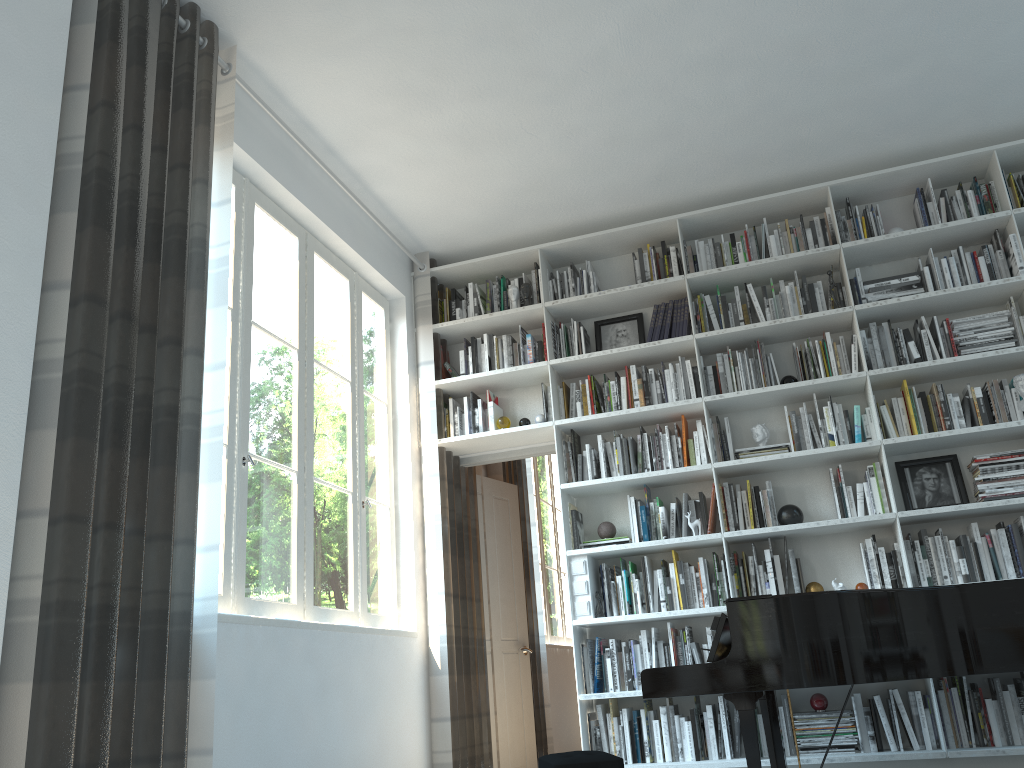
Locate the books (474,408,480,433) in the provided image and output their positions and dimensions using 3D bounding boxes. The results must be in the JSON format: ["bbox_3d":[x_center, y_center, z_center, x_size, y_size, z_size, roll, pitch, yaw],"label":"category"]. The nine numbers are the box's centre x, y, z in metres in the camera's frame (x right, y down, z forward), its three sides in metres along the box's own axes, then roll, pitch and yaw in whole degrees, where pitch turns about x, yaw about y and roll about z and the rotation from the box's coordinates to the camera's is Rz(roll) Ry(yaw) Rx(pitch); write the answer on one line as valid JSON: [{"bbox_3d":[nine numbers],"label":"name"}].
[{"bbox_3d":[-0.183,0.261,5.382,0.024,0.192,0.181,-10,-20,16],"label":"books"}]

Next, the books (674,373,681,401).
[{"bbox_3d":[0.957,0.059,5.059,0.013,0.205,0.173,-10,-19,16],"label":"books"}]

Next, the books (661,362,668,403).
[{"bbox_3d":[0.890,0.032,5.081,0.012,0.280,0.188,-10,-19,16],"label":"books"}]

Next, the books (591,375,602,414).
[{"bbox_3d":[0.498,0.100,5.189,0.011,0.276,0.164,-10,-19,16],"label":"books"}]

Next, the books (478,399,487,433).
[{"bbox_3d":[-0.159,0.230,5.363,0.021,0.236,0.189,-10,-19,16],"label":"books"}]

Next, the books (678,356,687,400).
[{"bbox_3d":[0.983,0.007,5.044,0.012,0.290,0.183,-10,-19,16],"label":"books"}]

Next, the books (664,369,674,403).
[{"bbox_3d":[0.910,0.051,5.064,0.030,0.230,0.173,-10,-19,16],"label":"books"}]

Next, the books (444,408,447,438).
[{"bbox_3d":[-0.379,0.278,5.443,0.013,0.227,0.179,-10,-19,16],"label":"books"}]

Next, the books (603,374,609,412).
[{"bbox_3d":[0.570,0.094,5.186,0.012,0.276,0.151,-10,-19,16],"label":"books"}]

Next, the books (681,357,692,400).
[{"bbox_3d":[1.003,0.009,5.050,0.022,0.288,0.170,-10,-19,16],"label":"books"}]

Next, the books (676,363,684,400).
[{"bbox_3d":[0.976,0.030,5.071,0.024,0.265,0.155,-10,-19,16],"label":"books"}]

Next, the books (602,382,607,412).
[{"bbox_3d":[0.562,0.119,5.186,0.012,0.229,0.150,-10,-19,16],"label":"books"}]

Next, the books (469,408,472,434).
[{"bbox_3d":[-0.221,0.266,5.421,0.023,0.213,0.141,-10,-19,16],"label":"books"}]

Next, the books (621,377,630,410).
[{"bbox_3d":[0.665,0.095,5.149,0.047,0.237,0.163,-10,-19,16],"label":"books"}]

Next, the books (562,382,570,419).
[{"bbox_3d":[0.335,0.137,5.239,0.012,0.262,0.181,-10,-19,16],"label":"books"}]

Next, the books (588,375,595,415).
[{"bbox_3d":[0.486,0.104,5.204,0.020,0.280,0.165,-10,-19,16],"label":"books"}]

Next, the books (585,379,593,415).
[{"bbox_3d":[0.471,0.119,5.200,0.014,0.251,0.187,-10,-19,16],"label":"books"}]

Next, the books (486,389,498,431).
[{"bbox_3d":[-0.111,0.199,5.379,0.013,0.297,0.179,-10,-19,16],"label":"books"}]

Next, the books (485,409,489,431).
[{"bbox_3d":[-0.121,0.259,5.386,0.029,0.190,0.135,-10,-19,16],"label":"books"}]

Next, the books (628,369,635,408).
[{"bbox_3d":[0.706,0.067,5.127,0.023,0.270,0.187,-10,-19,16],"label":"books"}]

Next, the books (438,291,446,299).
[{"bbox_3d":[-0.458,-0.445,5.701,0.012,0.306,0.181,-10,-19,16],"label":"books"}]

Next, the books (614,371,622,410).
[{"bbox_3d":[0.634,0.082,5.159,0.014,0.271,0.181,-10,-19,16],"label":"books"}]

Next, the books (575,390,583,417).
[{"bbox_3d":[0.412,0.153,5.199,0.026,0.194,0.176,-10,-20,16],"label":"books"}]

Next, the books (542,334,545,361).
[{"bbox_3d":[0.217,-0.172,5.399,0.014,0.235,0.144,-10,-19,16],"label":"books"}]

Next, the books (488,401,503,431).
[{"bbox_3d":[-0.092,0.233,5.347,0.029,0.210,0.187,-10,-20,16],"label":"books"}]

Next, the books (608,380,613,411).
[{"bbox_3d":[0.595,0.110,5.166,0.011,0.228,0.171,-10,-19,16],"label":"books"}]

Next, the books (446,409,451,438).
[{"bbox_3d":[-0.366,0.279,5.440,0.013,0.221,0.163,-10,-19,16],"label":"books"}]

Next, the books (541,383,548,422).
[{"bbox_3d":[0.213,0.149,5.283,0.012,0.284,0.160,-10,-19,16],"label":"books"}]

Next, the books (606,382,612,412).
[{"bbox_3d":[0.581,0.116,5.162,0.014,0.217,0.164,-10,-19,16],"label":"books"}]

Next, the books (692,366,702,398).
[{"bbox_3d":[1.059,0.031,4.993,0.039,0.201,0.236,-10,-20,16],"label":"books"}]

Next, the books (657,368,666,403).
[{"bbox_3d":[0.875,0.051,5.101,0.035,0.259,0.131,-10,-19,16],"label":"books"}]

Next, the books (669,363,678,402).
[{"bbox_3d":[0.934,0.031,5.061,0.022,0.262,0.175,-10,-19,16],"label":"books"}]

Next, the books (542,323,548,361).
[{"bbox_3d":[0.224,-0.206,5.394,0.014,0.293,0.173,-10,-19,16],"label":"books"}]

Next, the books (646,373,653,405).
[{"bbox_3d":[0.806,0.070,5.099,0.013,0.231,0.172,-10,-19,16],"label":"books"}]

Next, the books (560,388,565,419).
[{"bbox_3d":[0.323,0.156,5.247,0.022,0.231,0.151,-10,-19,16],"label":"books"}]

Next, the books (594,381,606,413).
[{"bbox_3d":[0.532,0.113,5.192,0.047,0.249,0.134,-10,-19,16],"label":"books"}]

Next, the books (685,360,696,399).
[{"bbox_3d":[1.030,0.015,5.036,0.035,0.263,0.178,-10,-19,16],"label":"books"}]

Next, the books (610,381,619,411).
[{"bbox_3d":[0.614,0.111,5.152,0.031,0.216,0.173,-10,-19,16],"label":"books"}]

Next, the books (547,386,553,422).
[{"bbox_3d":[0.247,0.158,5.292,0.044,0.268,0.134,-10,-19,16],"label":"books"}]

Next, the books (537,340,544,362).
[{"bbox_3d":[0.195,-0.151,5.385,0.026,0.187,0.154,-10,-19,16],"label":"books"}]

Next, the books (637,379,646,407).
[{"bbox_3d":[0.759,0.090,5.091,0.029,0.194,0.192,-10,-20,16],"label":"books"}]

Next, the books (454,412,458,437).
[{"bbox_3d":[-0.309,0.284,5.427,0.029,0.196,0.161,-10,-19,16],"label":"books"}]

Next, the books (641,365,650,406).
[{"bbox_3d":[0.790,0.051,5.123,0.025,0.285,0.161,-10,-19,16],"label":"books"}]

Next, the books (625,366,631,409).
[{"bbox_3d":[0.693,0.060,5.154,0.014,0.302,0.152,-10,-19,16],"label":"books"}]

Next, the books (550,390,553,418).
[{"bbox_3d":[0.273,0.157,5.226,0.021,0.224,0.232,-10,-20,16],"label":"books"}]

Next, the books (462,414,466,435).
[{"bbox_3d":[-0.267,0.288,5.430,0.029,0.184,0.135,-10,-19,16],"label":"books"}]

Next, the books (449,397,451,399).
[{"bbox_3d":[-0.349,0.245,5.469,0.013,0.301,0.135,-10,-19,16],"label":"books"}]

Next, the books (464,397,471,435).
[{"bbox_3d":[-0.251,0.233,5.423,0.022,0.280,0.157,-10,-19,16],"label":"books"}]

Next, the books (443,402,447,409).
[{"bbox_3d":[-0.396,0.256,5.444,0.011,0.271,0.189,-10,-19,16],"label":"books"}]

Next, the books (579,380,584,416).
[{"bbox_3d":[0.432,0.123,5.219,0.010,0.262,0.151,-10,-19,16],"label":"books"}]

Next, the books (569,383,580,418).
[{"bbox_3d":[0.375,0.138,5.243,0.062,0.257,0.153,-10,-19,16],"label":"books"}]

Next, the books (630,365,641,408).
[{"bbox_3d":[0.729,0.054,5.117,0.030,0.284,0.185,-10,-19,16],"label":"books"}]

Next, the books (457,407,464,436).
[{"bbox_3d":[-0.294,0.267,5.418,0.010,0.219,0.182,-10,-19,16],"label":"books"}]

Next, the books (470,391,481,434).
[{"bbox_3d":[-0.209,0.211,5.391,0.013,0.296,0.188,-10,-19,16],"label":"books"}]

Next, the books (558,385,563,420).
[{"bbox_3d":[0.309,0.151,5.262,0.012,0.253,0.161,-10,-19,16],"label":"books"}]

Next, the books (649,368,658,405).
[{"bbox_3d":[0.829,0.057,5.111,0.029,0.260,0.158,-10,-19,16],"label":"books"}]

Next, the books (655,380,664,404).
[{"bbox_3d":[0.855,0.088,5.091,0.022,0.185,0.137,-10,-19,16],"label":"books"}]

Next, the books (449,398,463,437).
[{"bbox_3d":[-0.339,0.246,5.440,0.023,0.280,0.171,-10,-19,16],"label":"books"}]

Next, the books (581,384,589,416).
[{"bbox_3d":[0.451,0.134,5.204,0.030,0.229,0.172,-10,-19,16],"label":"books"}]
